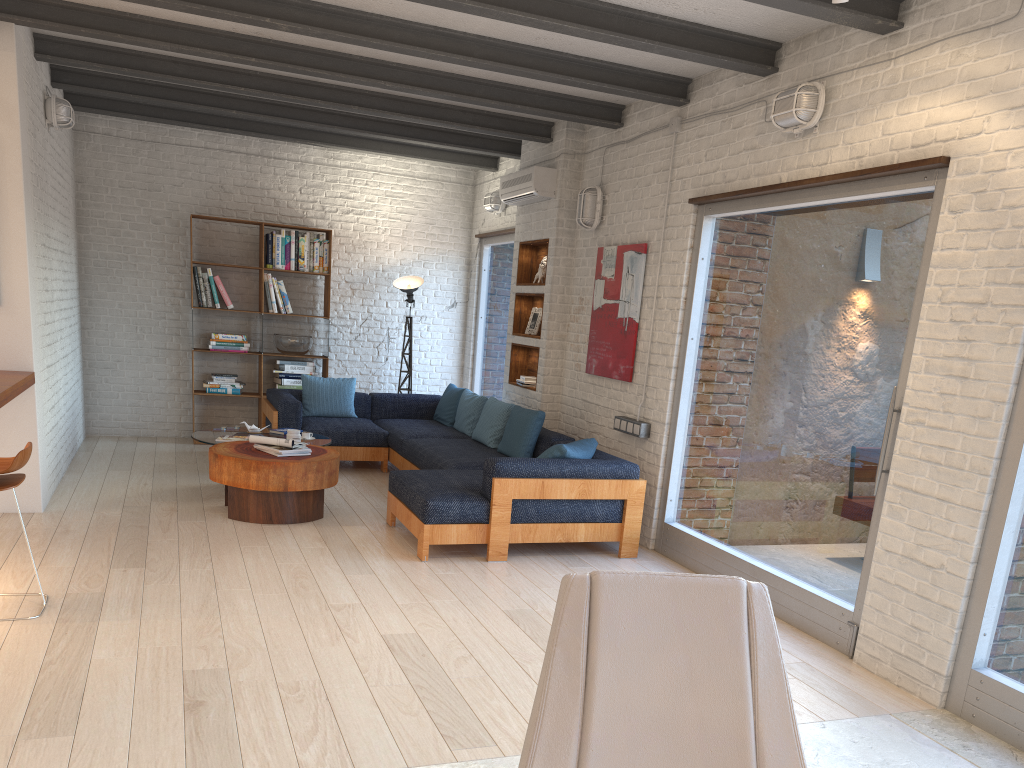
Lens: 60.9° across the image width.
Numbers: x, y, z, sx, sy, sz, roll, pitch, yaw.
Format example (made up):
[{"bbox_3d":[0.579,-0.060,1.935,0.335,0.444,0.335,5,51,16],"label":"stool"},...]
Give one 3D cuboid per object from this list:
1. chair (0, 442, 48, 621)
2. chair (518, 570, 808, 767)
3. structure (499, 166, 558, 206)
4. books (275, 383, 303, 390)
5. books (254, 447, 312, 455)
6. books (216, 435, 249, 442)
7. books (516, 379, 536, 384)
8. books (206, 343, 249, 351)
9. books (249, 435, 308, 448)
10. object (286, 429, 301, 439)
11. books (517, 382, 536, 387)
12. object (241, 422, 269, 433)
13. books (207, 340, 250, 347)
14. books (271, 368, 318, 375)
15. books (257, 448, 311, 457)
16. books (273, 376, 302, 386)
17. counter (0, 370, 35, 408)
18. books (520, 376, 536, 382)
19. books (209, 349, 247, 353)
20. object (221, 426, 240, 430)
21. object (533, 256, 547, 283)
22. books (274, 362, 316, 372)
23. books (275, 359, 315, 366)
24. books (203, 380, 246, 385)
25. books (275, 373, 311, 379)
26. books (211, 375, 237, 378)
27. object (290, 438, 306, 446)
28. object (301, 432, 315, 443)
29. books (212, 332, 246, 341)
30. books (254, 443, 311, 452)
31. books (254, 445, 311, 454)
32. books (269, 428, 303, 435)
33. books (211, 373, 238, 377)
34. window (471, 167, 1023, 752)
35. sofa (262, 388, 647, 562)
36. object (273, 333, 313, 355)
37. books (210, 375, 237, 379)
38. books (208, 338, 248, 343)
[{"bbox_3d":[-2.377,0.656,3.964,0.423,0.802,0.389,0,13,-21],"label":"chair"},{"bbox_3d":[0.335,0.951,1.643,1.028,1.051,0.938,4,10,-5],"label":"chair"},{"bbox_3d":[0.124,-1.663,7.363,0.200,0.226,0.789,1,6,-21],"label":"structure"},{"bbox_3d":[-2.289,0.029,9.132,0.362,0.057,0.273,3,5,-19],"label":"books"},{"bbox_3d":[-1.617,0.461,6.155,0.312,0.011,0.249,8,6,38],"label":"books"},{"bbox_3d":[-2.099,0.426,6.727,0.319,0.011,0.244,4,5,-9],"label":"books"},{"bbox_3d":[0.157,-0.018,7.805,0.171,0.019,0.229,3,5,-19],"label":"books"},{"bbox_3d":[-2.872,-0.372,8.789,0.380,0.038,0.237,3,5,-26],"label":"books"},{"bbox_3d":[-1.650,0.420,6.187,0.321,0.113,0.265,6,6,11],"label":"books"},{"bbox_3d":[-1.687,0.410,6.733,0.108,0.112,0.104,4,10,-5],"label":"object"},{"bbox_3d":[0.144,0.007,7.821,0.162,0.018,0.244,4,5,-11],"label":"books"},{"bbox_3d":[-2.105,0.351,7.140,0.186,0.094,0.188,5,6,4],"label":"object"},{"bbox_3d":[-2.856,-0.407,8.778,0.379,0.038,0.237,2,5,-27],"label":"books"},{"bbox_3d":[-2.271,-0.129,9.079,0.445,0.021,0.263,3,5,-21],"label":"books"},{"bbox_3d":[-1.610,0.473,6.145,0.251,0.011,0.311,1,6,-42],"label":"books"},{"bbox_3d":[-2.268,-0.028,9.107,0.378,0.067,0.237,2,6,-34],"label":"books"},{"bbox_3d":[-3.413,0.470,4.225,1.687,0.950,2.418,2,6,-21],"label":"counter"},{"bbox_3d":[0.158,-0.045,7.805,0.133,0.035,0.199,4,5,-11],"label":"books"},{"bbox_3d":[-2.868,-0.343,8.806,0.356,0.021,0.263,3,5,-21],"label":"books"},{"bbox_3d":[-2.284,0.360,7.260,0.300,0.028,0.066,0,7,-43],"label":"object"},{"bbox_3d":[0.269,-0.987,7.552,0.112,0.251,0.208,2,11,-13],"label":"object"},{"bbox_3d":[-2.266,-0.173,9.087,0.379,0.067,0.237,2,6,-27],"label":"books"},{"bbox_3d":[-2.264,-0.224,9.069,0.380,0.038,0.236,3,5,-21],"label":"books"},{"bbox_3d":[-2.928,-0.014,8.871,0.379,0.019,0.237,2,5,-28],"label":"books"},{"bbox_3d":[-2.285,-0.090,9.071,0.326,0.057,0.247,2,6,-26],"label":"books"},{"bbox_3d":[-2.932,-0.083,8.875,0.243,0.008,0.151,3,5,-21],"label":"books"},{"bbox_3d":[-1.602,0.431,6.452,0.146,0.058,0.170,1,7,-32],"label":"object"},{"bbox_3d":[-1.631,0.425,6.954,0.155,0.059,0.262,2,6,-29],"label":"object"},{"bbox_3d":[-2.851,-0.476,8.779,0.327,0.057,0.247,3,5,-19],"label":"books"},{"bbox_3d":[-1.612,0.442,6.123,0.311,0.011,0.250,9,6,43],"label":"books"},{"bbox_3d":[-1.615,0.452,6.134,0.312,0.011,0.249,8,6,38],"label":"books"},{"bbox_3d":[-1.884,0.395,7.273,0.160,0.023,0.227,7,5,27],"label":"books"},{"bbox_3d":[-2.924,-0.094,8.861,0.252,0.018,0.157,3,5,-21],"label":"books"},{"bbox_3d":[2.154,-1.831,3.718,0.647,6.612,11.943,-1,8,-21],"label":"window"},{"bbox_3d":[-0.795,0.589,7.180,2.081,0.682,3.826,3,5,-22],"label":"sofa"},{"bbox_3d":[-2.270,-0.405,9.030,0.400,0.208,0.391,7,7,20],"label":"object"},{"bbox_3d":[-2.942,-0.070,8.883,0.236,0.019,0.166,2,5,-28],"label":"books"},{"bbox_3d":[-2.863,-0.438,8.788,0.356,0.021,0.263,3,5,-23],"label":"books"}]
